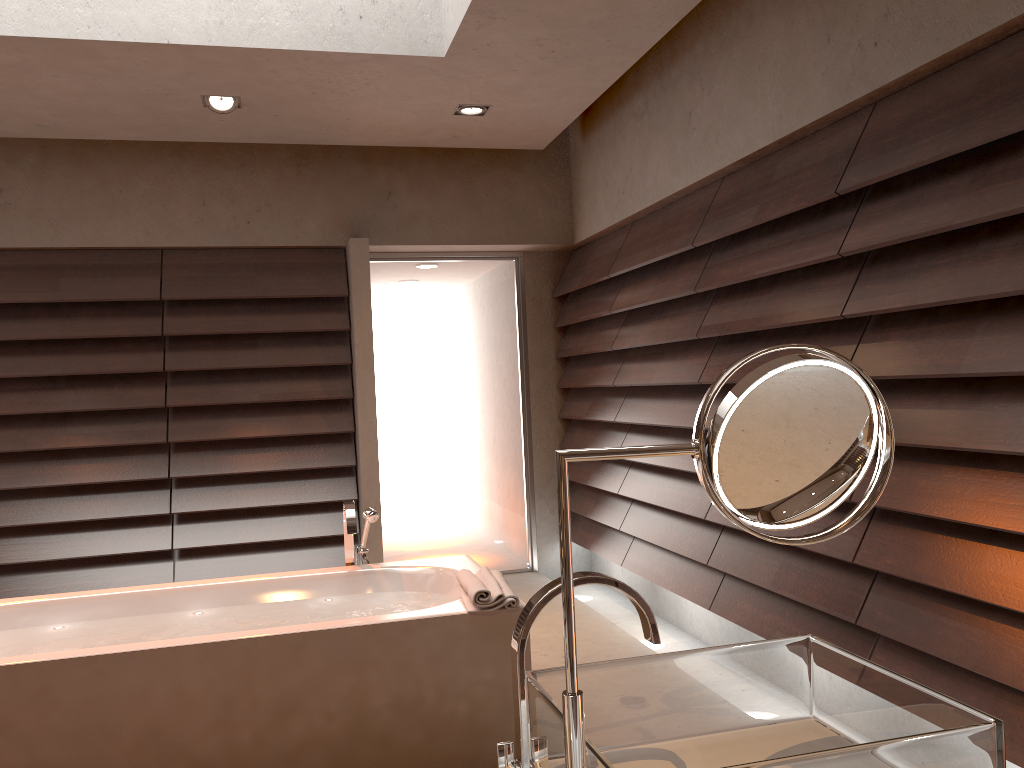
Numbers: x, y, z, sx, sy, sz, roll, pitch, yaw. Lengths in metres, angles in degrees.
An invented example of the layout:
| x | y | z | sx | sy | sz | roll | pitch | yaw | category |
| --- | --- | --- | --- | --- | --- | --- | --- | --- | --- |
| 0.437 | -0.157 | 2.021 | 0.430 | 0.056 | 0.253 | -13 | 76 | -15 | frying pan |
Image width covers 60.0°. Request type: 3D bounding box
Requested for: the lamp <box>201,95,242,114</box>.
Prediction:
| x | y | z | sx | sy | sz | roll | pitch | yaw | category |
| --- | --- | --- | --- | --- | --- | --- | --- | --- | --- |
| -1.304 | -1.281 | 3.979 | 0.165 | 0.110 | 0.170 | -3 | 0 | -15 | lamp |

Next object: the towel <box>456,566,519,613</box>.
| x | y | z | sx | sy | sz | roll | pitch | yaw | category |
| --- | --- | --- | --- | --- | --- | --- | --- | --- | --- |
| -0.083 | 0.643 | 2.819 | 0.159 | 0.068 | 0.396 | -3 | 0 | -9 | towel |

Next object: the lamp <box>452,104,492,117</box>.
| x | y | z | sx | sy | sz | roll | pitch | yaw | category |
| --- | --- | --- | --- | --- | --- | --- | --- | --- | --- |
| -0.195 | -1.338 | 4.268 | 0.165 | 0.051 | 0.170 | -3 | 0 | -15 | lamp |

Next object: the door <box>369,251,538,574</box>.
| x | y | z | sx | sy | sz | roll | pitch | yaw | category |
| --- | --- | --- | --- | --- | --- | --- | --- | --- | --- |
| -0.380 | 0.194 | 5.451 | 1.007 | 2.000 | 0.090 | -3 | 0 | -15 | door |

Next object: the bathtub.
| x | y | z | sx | sy | sz | roll | pitch | yaw | category |
| --- | --- | --- | --- | --- | --- | --- | --- | --- | --- |
| -1.036 | 0.843 | 2.909 | 2.000 | 0.761 | 0.994 | -3 | 0 | -15 | bathtub |

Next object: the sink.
| x | y | z | sx | sy | sz | roll | pitch | yaw | category |
| --- | --- | --- | --- | --- | --- | --- | --- | --- | --- |
| 0.219 | 0.376 | 0.991 | 0.486 | 0.357 | 0.340 | -3 | 0 | -15 | sink |

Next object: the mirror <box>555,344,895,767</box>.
| x | y | z | sx | sy | sz | roll | pitch | yaw | category |
| --- | --- | --- | --- | --- | --- | --- | --- | --- | --- |
| 0.205 | 0.261 | 0.807 | 0.316 | 0.589 | 0.074 | -3 | 0 | -12 | mirror |
